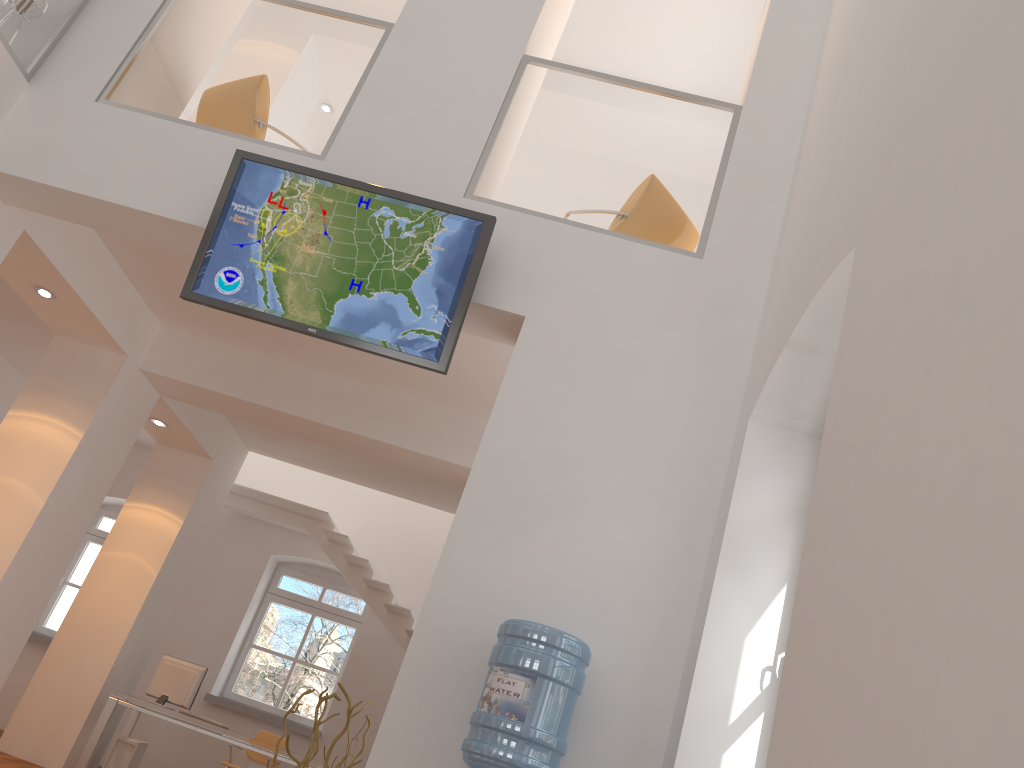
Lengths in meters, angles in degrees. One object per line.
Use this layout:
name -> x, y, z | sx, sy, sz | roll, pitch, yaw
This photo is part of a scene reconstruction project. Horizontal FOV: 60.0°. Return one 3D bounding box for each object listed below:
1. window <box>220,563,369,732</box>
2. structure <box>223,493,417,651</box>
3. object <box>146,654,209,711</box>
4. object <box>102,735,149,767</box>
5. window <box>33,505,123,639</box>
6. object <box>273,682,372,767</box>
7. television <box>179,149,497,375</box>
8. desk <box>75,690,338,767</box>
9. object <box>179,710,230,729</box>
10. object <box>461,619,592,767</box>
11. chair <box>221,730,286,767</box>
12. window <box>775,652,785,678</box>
window -> -2.426, 2.984, 10.286 | 1.308, 1.737, 0.142 | 16, -25, 7
structure -> -1.551, 2.651, 8.148 | 4.630, 3.042, 3.450 | 16, -25, 7
object -> -3.068, 2.686, 7.987 | 0.516, 0.418, 0.245 | 1, -30, 34
object -> -3.506, 3.415, 7.984 | 0.200, 0.422, 0.474 | 20, -25, -2
window -> -4.722, 2.327, 10.586 | 1.308, 1.737, 0.142 | 16, -25, 7
object -> -0.841, 1.823, 3.674 | 0.284, 1.112, 0.655 | 6, -28, 26
television -> -0.859, -0.620, 4.385 | 1.388, 0.803, 0.266 | 16, -25, 7
desk -> -2.530, 3.499, 7.869 | 2.239, 0.750, 1.092 | 20, -25, -2
object -> -2.858, 3.114, 8.248 | 0.467, 0.031, 0.200 | 12, -26, 16
object -> -0.085, 1.623, 3.177 | 0.436, 1.490, 0.436 | 22, -25, -6
chair -> -2.612, 3.848, 8.755 | 0.495, 0.829, 0.464 | 9, -27, 21
window -> 1.117, 0.662, 2.875 | 0.142, 1.627, 1.302 | 16, -25, 7
